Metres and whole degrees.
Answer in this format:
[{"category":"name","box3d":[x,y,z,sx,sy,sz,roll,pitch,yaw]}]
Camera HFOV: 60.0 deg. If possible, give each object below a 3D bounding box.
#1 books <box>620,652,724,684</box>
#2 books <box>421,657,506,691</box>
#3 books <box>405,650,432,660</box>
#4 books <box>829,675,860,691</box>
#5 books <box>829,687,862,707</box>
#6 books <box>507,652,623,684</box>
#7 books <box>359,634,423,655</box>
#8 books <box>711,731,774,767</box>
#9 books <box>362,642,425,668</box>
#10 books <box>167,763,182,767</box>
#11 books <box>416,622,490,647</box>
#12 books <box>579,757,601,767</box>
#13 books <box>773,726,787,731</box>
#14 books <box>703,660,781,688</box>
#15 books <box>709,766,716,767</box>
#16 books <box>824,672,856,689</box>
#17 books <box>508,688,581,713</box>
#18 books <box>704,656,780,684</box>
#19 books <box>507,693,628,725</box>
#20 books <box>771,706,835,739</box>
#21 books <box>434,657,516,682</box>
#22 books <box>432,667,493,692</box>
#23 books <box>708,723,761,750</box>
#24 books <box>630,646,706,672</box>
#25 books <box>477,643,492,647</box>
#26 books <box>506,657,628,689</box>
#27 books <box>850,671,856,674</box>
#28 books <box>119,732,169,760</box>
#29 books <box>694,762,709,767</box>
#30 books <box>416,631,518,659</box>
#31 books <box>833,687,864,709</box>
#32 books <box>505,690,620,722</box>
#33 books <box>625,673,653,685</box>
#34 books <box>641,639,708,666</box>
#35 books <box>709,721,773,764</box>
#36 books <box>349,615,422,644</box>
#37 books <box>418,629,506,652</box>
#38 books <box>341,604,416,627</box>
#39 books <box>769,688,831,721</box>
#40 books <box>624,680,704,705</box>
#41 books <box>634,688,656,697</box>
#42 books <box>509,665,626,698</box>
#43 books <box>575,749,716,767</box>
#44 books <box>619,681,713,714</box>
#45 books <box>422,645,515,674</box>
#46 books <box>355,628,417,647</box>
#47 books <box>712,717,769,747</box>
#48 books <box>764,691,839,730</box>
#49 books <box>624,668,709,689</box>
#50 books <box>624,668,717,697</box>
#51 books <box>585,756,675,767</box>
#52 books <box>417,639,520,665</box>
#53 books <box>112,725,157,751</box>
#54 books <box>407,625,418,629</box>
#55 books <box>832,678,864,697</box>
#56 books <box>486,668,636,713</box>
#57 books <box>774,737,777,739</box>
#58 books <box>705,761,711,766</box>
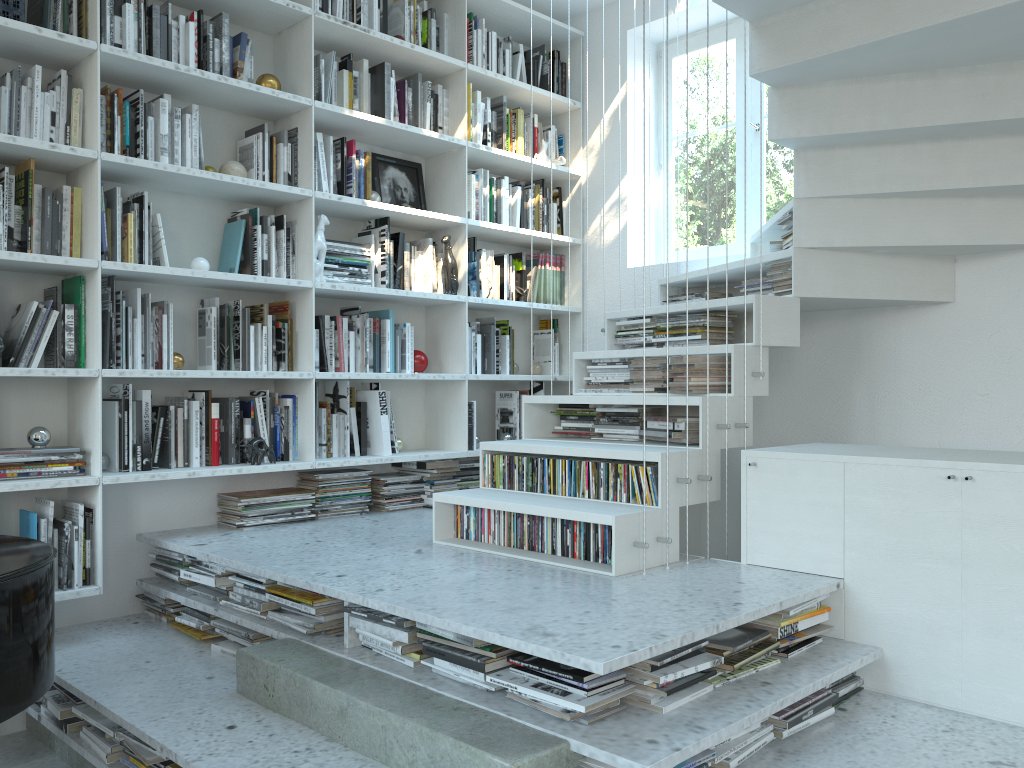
[{"category":"books","box3d":[0.358,0.662,2.122,0.230,0.015,0.190,0,0,-40]},{"category":"books","box3d":[-0.082,0.719,2.241,0.154,0.007,0.292,0,0,-42]},{"category":"books","box3d":[-0.286,0.721,2.469,0.258,0.013,0.136,0,0,45]},{"category":"books","box3d":[0.866,0.839,2.507,0.225,0.007,0.133,0,0,-41]},{"category":"books","box3d":[0.870,0.864,2.503,0.160,0.010,0.179,0,0,45]},{"category":"books","box3d":[0.121,0.643,2.052,0.228,0.014,0.149,0,0,43]},{"category":"books","box3d":[-0.299,0.703,2.456,0.167,0.024,0.192,0,0,-44]},{"category":"books","box3d":[0.492,0.849,2.102,0.169,0.019,0.232,0,0,40]},{"category":"books","box3d":[-0.293,0.736,2.462,0.132,0.016,0.262,0,0,-40]},{"category":"books","box3d":[-0.680,0.928,2.124,0.249,0.012,0.179,0,0,42]},{"category":"books","box3d":[-0.096,0.607,2.227,0.189,0.022,0.237,0,0,-40]},{"category":"books","box3d":[0.278,0.801,1.915,0.257,0.010,0.132,0,0,-41]},{"category":"books","box3d":[0.689,0.844,2.308,0.161,0.005,0.254,0,0,41]},{"category":"books","box3d":[0.549,0.740,2.328,0.291,0.007,0.174,0,0,-42]},{"category":"books","box3d":[0.482,0.866,2.113,0.152,0.015,0.208,0,0,43]},{"category":"books","box3d":[0.862,0.828,2.511,0.133,0.014,0.229,0,0,44]},{"category":"books","box3d":[0.119,0.709,2.050,0.208,0.015,0.152,0,0,42]},{"category":"books","box3d":[0.549,0.733,2.328,0.287,0.005,0.165,0,0,-40]},{"category":"books","box3d":[0.126,0.734,2.057,0.249,0.009,0.144,0,0,45]},{"category":"books","box3d":[0.693,0.856,2.304,0.250,0.018,0.177,0,0,-42]},{"category":"books","box3d":[-0.078,0.701,2.245,0.155,0.028,0.189,0,0,-44]},{"category":"books","box3d":[-0.079,0.732,2.244,0.142,0.020,0.230,0,0,-40]},{"category":"books","box3d":[0.477,0.818,2.118,0.211,0.018,0.134,0,0,-42]},{"category":"books","box3d":[0.340,0.645,2.140,0.221,0.018,0.154,0,0,-44]},{"category":"books","box3d":[-0.086,0.622,2.237,0.170,0.008,0.208,0,0,-42]},{"category":"books","box3d":[0.124,0.655,2.055,0.132,0.009,0.269,0,0,-41]},{"category":"books","box3d":[0.862,0.818,2.510,0.215,0.007,0.130,0,0,-43]},{"category":"books","box3d":[-0.897,0.927,2.345,0.253,0.015,0.171,0,0,42]},{"category":"books","box3d":[0.289,0.824,1.903,0.210,0.012,0.168,0,0,-41]},{"category":"books","box3d":[-0.086,0.640,2.236,0.281,0.013,0.168,0,0,42]},{"category":"books","box3d":[0.873,0.872,2.500,0.151,0.006,0.261,0,0,41]},{"category":"books","box3d":[0.115,0.723,2.046,0.161,0.014,0.212,0,0,-41]},{"category":"books","box3d":[0.343,0.674,2.137,0.260,0.009,0.153,0,0,-42]},{"category":"books","box3d":[0.346,0.632,2.134,0.159,0.009,0.228,0,0,41]},{"category":"books","box3d":[0.485,0.833,2.110,0.158,0.012,0.272,0,0,43]},{"category":"books","box3d":[-0.303,0.661,2.452,0.250,0.029,0.174,0,0,43]},{"category":"books","box3d":[-0.086,0.630,2.237,0.260,0.007,0.171,0,0,43]},{"category":"books","box3d":[-0.312,0.623,2.442,0.256,0.014,0.192,0,0,41]},{"category":"books","box3d":[0.683,0.811,2.303,0.176,0.009,0.275,0,0,45]},{"category":"books","box3d":[0.340,0.721,2.141,0.148,0.013,0.227,0,0,43]},{"category":"books","box3d":[0.336,0.709,2.144,0.131,0.012,0.207,0,0,41]},{"category":"books","box3d":[0.127,0.676,2.058,0.137,0.012,0.242,0,0,-44]},{"category":"books","box3d":[0.287,0.812,1.906,0.292,0.012,0.159,0,0,-42]},{"category":"books","box3d":[0.350,0.735,2.131,0.177,0.015,0.216,0,0,43]},{"category":"books","box3d":[-0.085,0.673,2.238,0.230,0.026,0.177,0,0,45]},{"category":"books","box3d":[-0.307,0.683,2.448,0.178,0.015,0.187,0,0,-40]},{"category":"books","box3d":[0.481,0.807,2.113,0.242,0.005,0.152,0,0,-44]},{"category":"books","box3d":[0.695,0.824,2.302,0.190,0.018,0.287,0,0,44]},{"category":"books","box3d":[0.345,0.684,2.135,0.210,0.012,0.168,0,0,-44]},{"category":"books","box3d":[0.353,0.697,2.128,0.189,0.013,0.215,0,0,44]},{"category":"books","box3d":[0.288,0.783,1.905,0.157,0.025,0.234,0,0,40]},{"category":"books","box3d":[-0.088,0.656,2.235,0.250,0.009,0.187,0,0,45]},{"category":"books","box3d":[-0.906,0.906,2.337,0.225,0.005,0.193,0,0,41]},{"category":"books","box3d":[-0.296,0.638,2.459,0.208,0.017,0.145,0,0,40]},{"category":"books","box3d":[0.868,0.851,2.504,0.234,0.017,0.151,0,0,-44]},{"category":"books","box3d":[0.110,0.689,2.041,0.297,0.014,0.184,0,0,44]},{"category":"books","box3d":[0.678,0.870,2.319,0.144,0.009,0.249,0,0,44]},{"category":"books","box3d":[0.285,0.838,1.908,0.159,0.008,0.285,0,0,43]}]
